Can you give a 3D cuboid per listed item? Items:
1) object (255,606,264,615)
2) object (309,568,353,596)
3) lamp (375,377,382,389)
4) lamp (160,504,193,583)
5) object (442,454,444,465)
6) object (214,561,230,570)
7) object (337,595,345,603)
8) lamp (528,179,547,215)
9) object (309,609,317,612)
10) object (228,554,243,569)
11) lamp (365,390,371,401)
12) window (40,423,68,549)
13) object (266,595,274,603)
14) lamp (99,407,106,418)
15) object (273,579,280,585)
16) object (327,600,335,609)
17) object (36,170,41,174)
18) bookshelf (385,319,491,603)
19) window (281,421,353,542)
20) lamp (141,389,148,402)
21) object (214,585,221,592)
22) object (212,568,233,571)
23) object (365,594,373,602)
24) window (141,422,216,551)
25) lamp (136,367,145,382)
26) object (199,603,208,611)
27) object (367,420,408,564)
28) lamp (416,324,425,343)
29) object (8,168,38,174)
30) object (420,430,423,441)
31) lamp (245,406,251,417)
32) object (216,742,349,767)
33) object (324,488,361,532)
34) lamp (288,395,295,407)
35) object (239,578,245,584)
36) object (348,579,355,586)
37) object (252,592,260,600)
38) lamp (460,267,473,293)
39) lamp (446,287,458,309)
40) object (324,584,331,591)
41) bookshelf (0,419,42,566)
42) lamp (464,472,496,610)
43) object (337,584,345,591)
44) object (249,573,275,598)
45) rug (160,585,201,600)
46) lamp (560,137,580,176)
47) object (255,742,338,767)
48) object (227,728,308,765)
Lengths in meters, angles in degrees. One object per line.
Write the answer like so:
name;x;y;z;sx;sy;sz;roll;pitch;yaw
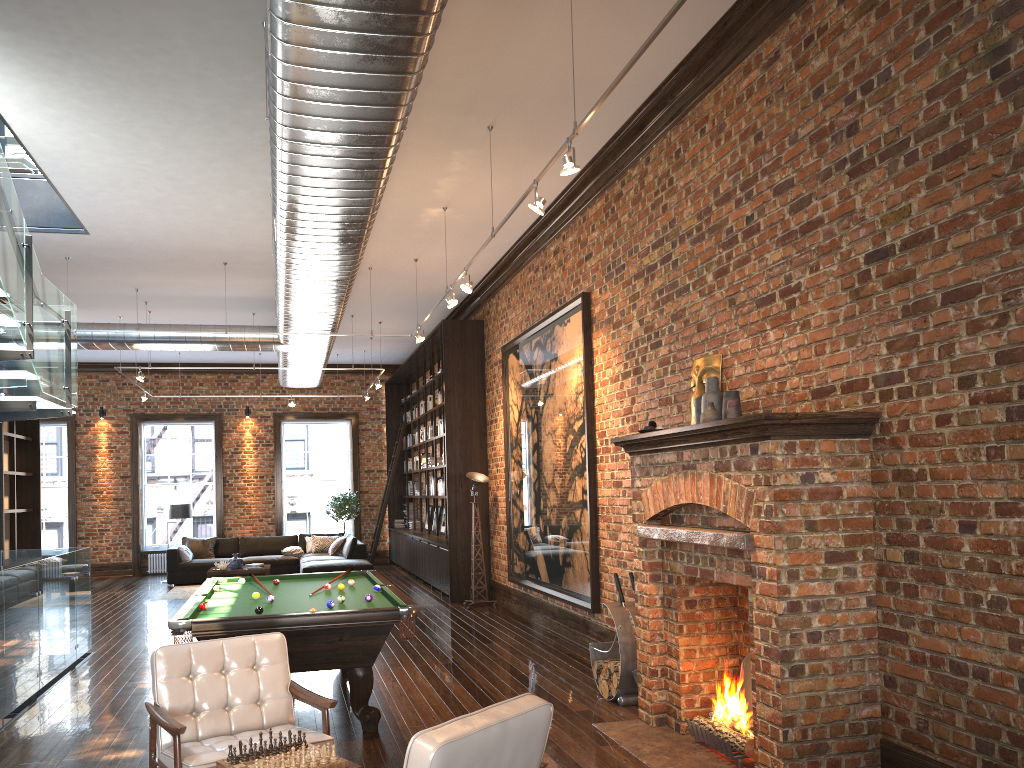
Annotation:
object;-1.676;1.501;5.879;0.057;0.057;0.057;-1;-4;-10
object;-1.548;1.699;7.665;0.028;0.072;1.615;-2;-7;1
lamp;-2.269;-0.028;15.095;0.113;0.229;0.114;1;-4;-39
lamp;-6.313;2.989;16.609;0.688;1.461;0.421;-2;-2;15
object;-1.106;1.186;14.540;0.069;0.287;0.118;-1;-3;-22
object;-4.870;3.054;14.945;0.219;0.159;0.219;-4;-6;27
object;-1.226;1.545;6.361;0.057;0.057;0.057;-4;-5;25
lamp;0.156;-1.203;5.716;0.114;0.229;0.114;1;-4;-40
object;-1.272;1.465;5.671;0.057;0.057;0.057;-2;-4;3
object;-4.722;3.030;15.156;0.216;0.250;0.216;-3;-4;18
lamp;-2.768;0.216;17.037;0.114;0.229;0.114;-3;-3;25
window;-9.846;2.172;18.181;1.519;2.742;0.155;-1;-2;-15
object;-1.768;1.576;6.490;0.057;0.057;0.057;3;-6;-44
lamp;-8.413;0.590;18.200;0.126;0.236;0.156;-1;-3;-15
object;-2.060;1.733;7.752;0.057;0.057;0.057;-5;-5;34
object;-1.244;1.513;6.087;0.057;0.057;0.057;-1;-4;-10
object;-7.391;-2.509;13.822;0.813;1.857;0.802;-3;-3;29
bookshelf;-1.556;1.527;16.140;0.600;3.981;7.452;-1;-6;-15
window;-4.309;2.179;19.612;1.519;2.742;0.155;-1;-2;-15
lamp;-6.640;0.210;16.037;0.114;0.229;0.114;-3;-3;26
object;-2.442;1.696;7.347;0.057;0.057;0.057;0;-4;-16
object;-4.875;3.124;14.930;0.267;0.018;0.202;-3;-7;9
object;-1.032;1.543;6.394;0.057;0.057;0.057;-2;-4;7
window;-7.079;2.175;18.896;1.519;2.742;0.155;-1;-2;-15
lamp;-5.569;-0.145;13.282;0.114;0.229;0.114;-2;-3;6
object;-2.143;1.549;6.167;0.057;0.057;0.057;-4;-5;32
object;-2.622;2.314;18.535;0.896;3.065;0.497;-1;-2;-15
lamp;-1.092;-0.596;10.561;0.113;0.229;0.114;-2;-3;0
object;-5.601;-2.459;10.058;0.540;0.766;0.522;-1;-3;-5
object;-1.723;1.001;16.963;0.075;0.254;0.088;-1;-3;-25
lamp;-5.640;0.594;18.917;0.126;0.236;0.156;-1;-3;-15
object;-0.921;1.523;3.554;0.388;0.028;0.390;4;-9;-39
object;-3.636;3.174;19.063;0.812;1.857;0.804;-1;-3;-6
lamp;-4.398;0.343;17.713;0.114;0.229;0.113;-4;-4;45
object;-2.417;1.766;7.940;0.057;0.057;0.057;-1;-4;-14
object;-1.363;1.685;7.520;0.057;0.057;0.057;-4;-5;31
object;-1.947;1.611;6.748;0.057;0.057;0.057;-3;-5;22
lamp;-0.408;-0.927;7.919;0.113;0.229;0.114;-2;-3;15
lamp;-0.575;-0.847;8.563;0.114;0.229;0.114;0;-3;-35
object;-1.497;1.653;7.212;0.057;0.057;0.057;-5;-6;40
bookshelf;-6.731;1.412;11.818;0.400;3.503;1.791;-1;-3;-15
lamp;-0.438;2.093;11.958;0.425;1.820;0.508;-1;-2;-9
object;-1.384;1.646;7.181;0.057;0.056;0.057;-1;-4;-14
object;-2.124;1.699;7.517;0.028;0.072;1.615;-1;-7;-23
rug;-4.774;3.492;15.065;2.021;0.003;2.127;0;-7;-14
lamp;0.328;-1.296;5.049;0.117;0.212;0.117;-3;-3;27
object;-0.841;1.448;3.456;0.334;0.100;0.076;4;-6;-39
object;-1.005;1.476;3.656;0.334;0.100;0.076;4;-6;-39
